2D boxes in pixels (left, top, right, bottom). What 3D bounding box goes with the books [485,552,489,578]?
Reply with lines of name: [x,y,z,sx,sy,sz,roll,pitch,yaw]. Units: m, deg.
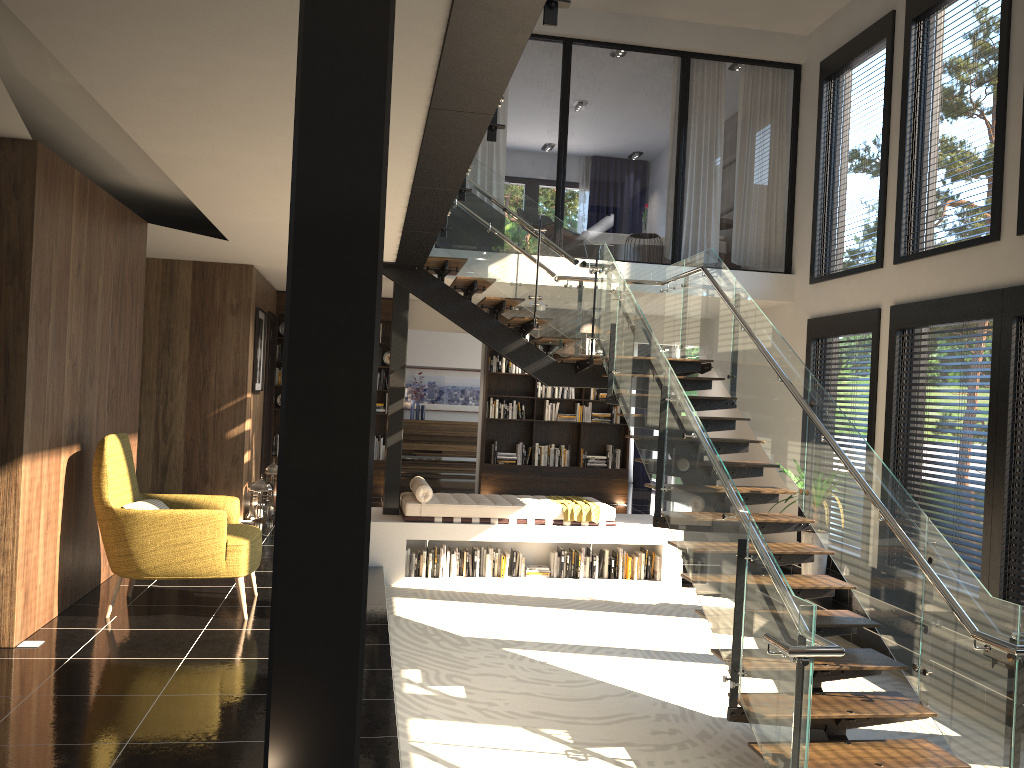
books: [-0.275,1.925,9.462,0.027,0.246,0.193,3,0,-9]

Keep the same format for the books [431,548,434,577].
books: [-0.846,1.879,9.343,0.028,0.279,0.120,3,0,-9]

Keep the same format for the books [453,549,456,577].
books: [-0.615,1.894,9.391,0.021,0.270,0.148,3,0,-9]

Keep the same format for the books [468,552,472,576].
books: [-0.450,1.922,9.459,0.050,0.234,0.149,3,0,-9]

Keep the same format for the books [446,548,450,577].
books: [-0.684,1.885,9.359,0.025,0.282,0.149,3,0,-9]

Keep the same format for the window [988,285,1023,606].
window: [4.014,0.503,6.108,0.358,2.475,1.498,3,0,-9]

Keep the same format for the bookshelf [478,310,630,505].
bookshelf: [0.635,0.308,12.448,2.090,2.682,0.273,3,0,-9]

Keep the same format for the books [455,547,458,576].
books: [-0.598,1.883,9.417,0.020,0.295,0.102,3,0,-9]

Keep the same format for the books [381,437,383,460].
books: [-1.767,0.878,12.057,0.011,0.300,0.154,3,0,-9]

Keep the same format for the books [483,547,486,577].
books: [-0.303,1.903,9.481,0.025,0.287,0.169,3,0,-9]

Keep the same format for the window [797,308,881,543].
window: [3.512,0.519,9.200,0.358,2.475,1.393,3,0,-9]

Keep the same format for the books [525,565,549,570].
books: [0.264,1.989,9.599,0.249,0.026,0.148,3,-1,-12]

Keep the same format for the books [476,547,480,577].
books: [-0.377,1.896,9.461,0.025,0.293,0.205,3,0,-9]

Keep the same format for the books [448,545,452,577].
books: [-0.662,1.871,9.372,0.021,0.313,0.139,3,0,-9]

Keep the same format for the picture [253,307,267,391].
picture: [-2.845,-0.375,10.013,0.028,0.911,0.748,3,0,-9]

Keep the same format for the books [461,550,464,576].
books: [-0.534,1.905,9.457,0.023,0.260,0.133,3,0,-9]

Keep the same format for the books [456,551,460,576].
books: [-0.586,1.909,9.465,0.026,0.247,0.149,3,0,-9]

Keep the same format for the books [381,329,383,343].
books: [-1.775,-0.648,12.081,0.022,0.195,0.135,3,0,-9]

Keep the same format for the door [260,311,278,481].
door: [-3.119,0.287,11.213,0.104,2.347,0.931,3,0,-9]

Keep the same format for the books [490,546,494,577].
books: [-0.226,1.898,9.482,0.020,0.305,0.172,3,0,-9]

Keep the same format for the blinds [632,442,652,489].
blinds: [2.293,0.448,15.455,0.161,2.770,1.080,3,0,-11]

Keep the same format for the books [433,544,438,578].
books: [-0.812,1.858,9.320,0.030,0.322,0.202,3,0,-9]

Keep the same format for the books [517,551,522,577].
books: [0.081,1.937,9.551,0.020,0.257,0.154,3,0,-9]

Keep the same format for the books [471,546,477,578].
books: [-0.403,1.891,9.443,0.033,0.299,0.196,3,0,-9]

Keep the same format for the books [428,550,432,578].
books: [-0.868,1.890,9.307,0.027,0.254,0.204,3,0,-9]

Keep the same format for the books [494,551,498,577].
books: [-0.181,1.927,9.509,0.034,0.252,0.151,3,0,-9]

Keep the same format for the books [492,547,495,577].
books: [-0.206,1.905,9.490,0.023,0.293,0.157,3,0,-9]

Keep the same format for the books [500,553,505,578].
books: [-0.111,1.940,9.487,0.028,0.233,0.205,3,0,-9]

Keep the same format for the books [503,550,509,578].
books: [-0.073,1.929,9.501,0.050,0.258,0.215,3,0,-9]

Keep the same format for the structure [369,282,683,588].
structure: [-0.035,0.511,9.898,3.782,3.245,1.148,3,0,-9]

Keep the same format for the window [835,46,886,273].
window: [3.721,-2.332,9.199,0.005,2.297,1.221,3,0,-9]

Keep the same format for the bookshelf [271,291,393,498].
bookshelf: [-2.348,0.159,11.963,1.703,2.682,0.273,3,0,-9]

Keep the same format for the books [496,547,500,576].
books: [-0.148,1.908,9.525,0.036,0.293,0.128,3,0,-9]

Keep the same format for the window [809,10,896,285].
window: [3.650,-2.335,9.195,0.358,2.475,1.393,3,0,-9]

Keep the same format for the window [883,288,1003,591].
window: [3.774,0.509,7.584,0.358,2.475,1.498,3,0,-9]

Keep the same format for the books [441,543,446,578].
books: [-0.720,1.855,9.353,0.051,0.338,0.187,3,0,-9]

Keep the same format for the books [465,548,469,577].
books: [-0.485,1.896,9.440,0.028,0.282,0.173,3,0,-9]

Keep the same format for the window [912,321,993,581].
window: [3.846,0.513,7.587,0.005,2.297,1.313,3,0,-9]

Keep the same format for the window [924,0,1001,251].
window: [3.977,-2.339,7.623,0.005,2.297,1.221,3,0,-9]

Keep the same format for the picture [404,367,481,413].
picture: [-0.672,0.138,15.941,3.543,0.748,0.035,3,0,-9]

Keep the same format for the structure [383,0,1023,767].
structure: [0.659,0.092,6.170,3.448,4.868,7.279,3,0,-10]

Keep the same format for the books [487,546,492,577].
books: [-0.250,1.897,9.483,0.026,0.305,0.187,3,0,-9]

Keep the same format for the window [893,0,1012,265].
window: [3.905,-2.342,7.620,0.358,2.475,1.393,3,0,-9]

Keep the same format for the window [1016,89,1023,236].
window: [4.161,-2.349,6.044,0.358,2.475,1.393,3,0,-9]

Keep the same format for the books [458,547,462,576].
books: [-0.560,1.892,9.468,0.025,0.285,0.137,3,0,-9]

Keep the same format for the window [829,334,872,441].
window: [3.583,0.523,9.203,0.005,2.297,1.221,3,0,-9]

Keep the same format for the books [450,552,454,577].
books: [-0.639,1.908,9.374,0.029,0.240,0.165,3,0,-9]

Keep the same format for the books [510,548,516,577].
books: [0.012,1.921,9.548,0.030,0.284,0.176,3,0,-9]

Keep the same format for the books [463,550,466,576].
books: [-0.510,1.905,9.444,0.019,0.261,0.183,3,0,-9]

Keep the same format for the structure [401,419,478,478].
structure: [-1.098,1.135,15.688,6.277,0.982,0.885,3,0,-9]

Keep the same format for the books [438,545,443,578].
books: [-0.755,1.867,9.327,0.028,0.309,0.211,3,0,-9]

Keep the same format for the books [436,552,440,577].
books: [-0.789,1.902,9.348,0.029,0.237,0.146,3,0,-9]

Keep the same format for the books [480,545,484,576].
books: [-0.327,1.891,9.486,0.023,0.308,0.126,3,0,-9]

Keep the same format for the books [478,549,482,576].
books: [-0.354,1.909,9.483,0.029,0.271,0.128,3,0,-9]

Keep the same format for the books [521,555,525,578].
books: [0.105,1.958,9.555,0.030,0.218,0.186,3,0,-9]

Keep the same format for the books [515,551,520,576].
books: [0.045,1.939,9.571,0.045,0.251,0.142,3,0,-9]
